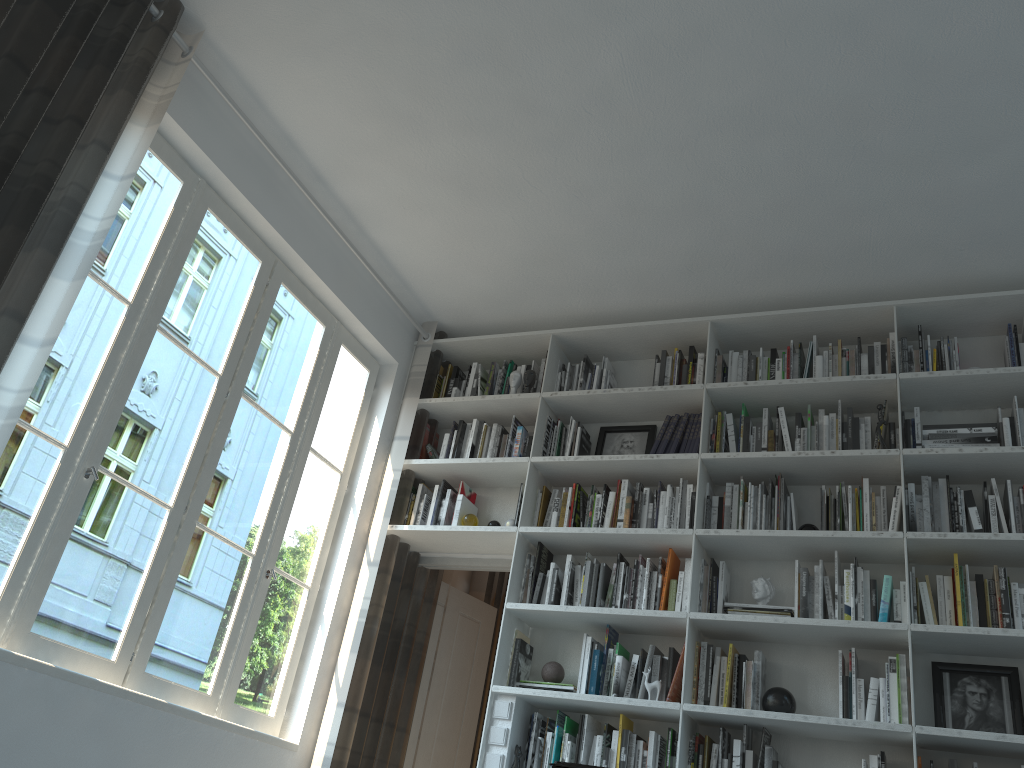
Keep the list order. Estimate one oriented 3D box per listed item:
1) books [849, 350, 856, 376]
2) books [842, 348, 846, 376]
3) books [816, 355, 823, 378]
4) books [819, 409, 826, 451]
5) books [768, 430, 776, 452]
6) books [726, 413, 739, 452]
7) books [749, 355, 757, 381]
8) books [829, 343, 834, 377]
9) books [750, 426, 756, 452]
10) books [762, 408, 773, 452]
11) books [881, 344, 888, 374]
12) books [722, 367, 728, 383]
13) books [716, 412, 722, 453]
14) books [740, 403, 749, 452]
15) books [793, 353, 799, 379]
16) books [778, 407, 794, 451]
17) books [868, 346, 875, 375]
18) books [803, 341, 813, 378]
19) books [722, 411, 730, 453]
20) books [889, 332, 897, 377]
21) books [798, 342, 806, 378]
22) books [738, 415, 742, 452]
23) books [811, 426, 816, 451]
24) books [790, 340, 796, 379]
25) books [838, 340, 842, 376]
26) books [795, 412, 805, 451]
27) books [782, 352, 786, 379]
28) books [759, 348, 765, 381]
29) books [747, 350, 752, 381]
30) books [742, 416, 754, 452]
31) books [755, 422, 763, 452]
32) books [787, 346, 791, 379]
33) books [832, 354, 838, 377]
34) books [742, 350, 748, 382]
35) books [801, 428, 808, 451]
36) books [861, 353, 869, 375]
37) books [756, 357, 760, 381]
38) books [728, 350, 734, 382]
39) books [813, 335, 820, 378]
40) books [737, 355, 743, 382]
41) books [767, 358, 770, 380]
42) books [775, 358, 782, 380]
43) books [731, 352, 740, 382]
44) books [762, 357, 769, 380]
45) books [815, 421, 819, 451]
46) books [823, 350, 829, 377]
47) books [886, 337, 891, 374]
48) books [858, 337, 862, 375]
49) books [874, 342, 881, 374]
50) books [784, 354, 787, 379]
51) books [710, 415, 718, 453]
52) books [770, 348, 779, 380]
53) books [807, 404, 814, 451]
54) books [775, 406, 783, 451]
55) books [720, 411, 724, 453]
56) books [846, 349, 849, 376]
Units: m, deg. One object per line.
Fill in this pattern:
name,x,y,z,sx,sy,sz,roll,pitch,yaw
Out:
books,1.594,-0.028,4.135,0.026,0.199,0.188,-3,-31,24
books,1.569,-0.031,4.168,0.021,0.227,0.161,-3,-31,24
books,1.467,-0.007,4.206,0.031,0.189,0.182,-3,-31,24
books,1.426,0.274,4.065,0.026,0.285,0.138,-3,-31,24
books,1.217,0.330,4.127,0.034,0.179,0.161,-3,-31,24
books,1.061,0.299,4.222,0.067,0.273,0.168,-3,-31,24
books,1.185,-0.006,4.324,0.029,0.207,0.179,-3,-31,24
books,1.521,-0.039,4.212,0.014,0.267,0.157,-3,-31,24
books,1.144,0.324,4.163,0.024,0.200,0.154,-3,-31,24
books,1.197,0.278,4.158,0.023,0.292,0.156,-3,-31,24
books,1.722,-0.042,4.092,0.026,0.224,0.173,-3,-31,24
books,1.068,0.026,4.397,0.024,0.182,0.134,-3,-31,24
books,1.002,0.296,4.246,0.013,0.282,0.159,-3,-31,24
books,1.104,0.270,4.198,0.012,0.313,0.172,-3,-31,24
books,1.376,-0.015,4.271,0.029,0.234,0.130,-3,-31,24
books,1.281,0.272,4.110,0.075,0.284,0.179,-3,-31,24
books,1.678,-0.038,4.128,0.026,0.236,0.150,-3,-31,24
books,1.421,-0.043,4.244,0.052,0.271,0.173,-3,-31,24
books,1.025,0.292,4.235,0.010,0.286,0.149,-3,-31,24
books,1.765,-0.070,4.093,0.026,0.287,0.177,-3,-31,24
books,1.393,-0.041,4.260,0.013,0.275,0.165,-3,-31,24
books,1.092,0.299,4.196,0.011,0.258,0.158,-3,-31,24
books,1.393,0.315,4.072,0.024,0.211,0.128,-3,-31,24
books,1.359,-0.047,4.284,0.010,0.297,0.151,-3,-31,24
books,1.553,-0.050,4.179,0.014,0.265,0.193,-3,-31,24
books,1.331,0.286,4.097,0.027,0.264,0.169,-3,-31,24
books,1.323,-0.015,4.288,0.013,0.233,0.155,-3,-31,24
books,1.226,-0.024,4.335,0.010,0.263,0.161,-3,-31,24
books,1.174,-0.017,4.352,0.012,0.248,0.175,-3,-31,24
books,1.118,0.301,4.173,0.031,0.240,0.182,-3,-31,24
books,1.167,0.312,4.151,0.029,0.217,0.158,-3,-31,24
books,1.344,-0.028,4.276,0.013,0.250,0.184,-3,-31,24
books,1.539,-0.012,4.197,0.029,0.212,0.142,-3,-31,24
books,1.160,-0.014,4.363,0.023,0.250,0.171,-3,-31,24
books,1.347,0.318,4.060,0.028,0.179,0.169,-3,-31,24
books,1.644,-0.019,4.119,0.031,0.184,0.177,-3,-31,24
books,1.210,0.000,4.325,0.015,0.206,0.167,-3,-31,24
books,1.100,-0.012,4.417,0.021,0.277,0.141,-3,-31,24
books,1.459,-0.056,4.251,0.014,0.314,0.167,-3,-31,24
books,1.135,-0.001,4.363,0.023,0.219,0.182,-3,-31,24
books,1.262,0.003,4.323,0.012,0.215,0.151,-3,-31,24
books,1.301,0.002,4.292,0.030,0.200,0.152,-3,-31,24
books,1.115,-0.012,4.386,0.031,0.253,0.146,-3,-31,24
books,1.250,0.000,4.341,0.025,0.233,0.130,-3,-31,24
books,1.399,0.303,4.044,0.010,0.207,0.174,-3,-31,24
books,1.500,-0.024,4.212,0.026,0.234,0.135,-3,-31,24
books,1.747,-0.057,4.100,0.014,0.265,0.172,-3,-31,24
books,1.635,-0.058,4.156,0.013,0.284,0.160,-3,-31,24
books,1.708,-0.045,4.128,0.030,0.259,0.152,-3,-31,24
books,1.330,-0.012,4.272,0.011,0.214,0.161,-3,-31,24
books,0.978,0.301,4.236,0.023,0.255,0.175,-3,-31,24
books,1.284,-0.021,4.326,0.028,0.266,0.152,-3,-31,24
books,1.375,0.262,4.082,0.012,0.306,0.146,-3,-31,24
books,1.253,0.275,4.156,0.013,0.313,0.136,-3,-31,24
books,1.024,0.294,4.263,0.014,0.307,0.130,-3,-31,24
books,1.578,-0.029,4.147,0.013,0.206,0.178,-3,-31,24
